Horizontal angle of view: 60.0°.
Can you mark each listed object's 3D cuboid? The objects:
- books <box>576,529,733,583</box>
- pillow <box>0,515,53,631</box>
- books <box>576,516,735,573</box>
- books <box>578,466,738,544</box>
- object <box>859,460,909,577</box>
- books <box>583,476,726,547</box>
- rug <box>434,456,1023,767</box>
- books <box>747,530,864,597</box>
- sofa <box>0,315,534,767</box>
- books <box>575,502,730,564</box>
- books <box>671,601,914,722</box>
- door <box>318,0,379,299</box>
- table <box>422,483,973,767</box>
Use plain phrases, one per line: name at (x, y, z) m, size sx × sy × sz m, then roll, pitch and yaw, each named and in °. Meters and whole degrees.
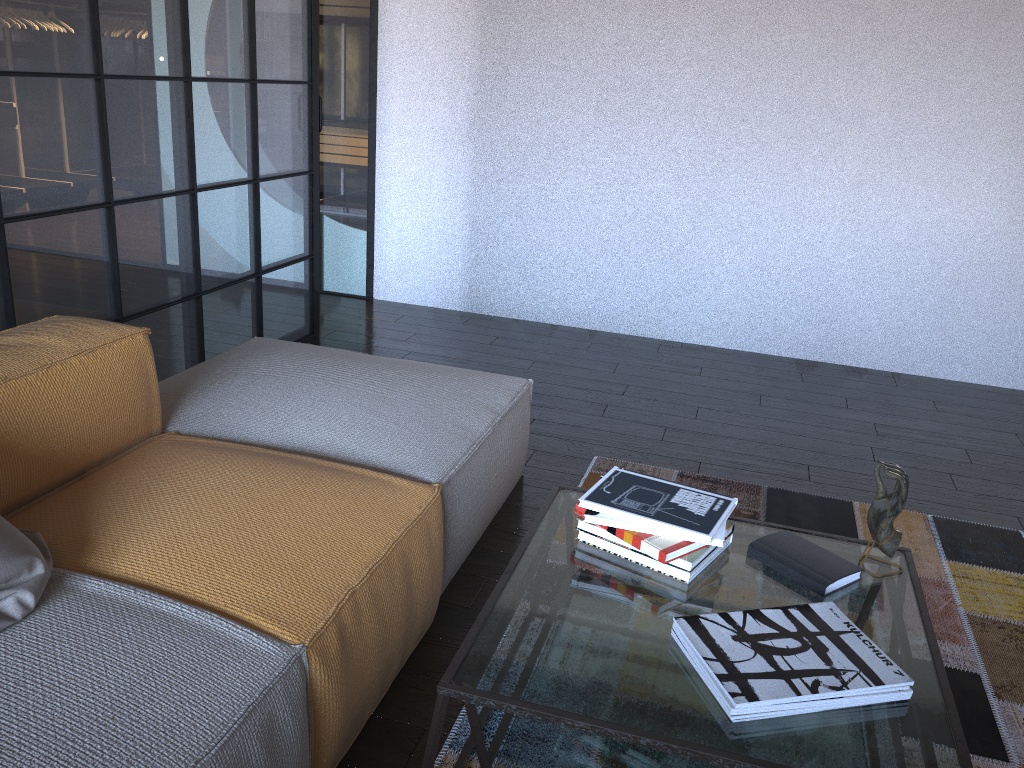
books at (0.289, 0.307, 1.793) m, size 0.247 × 0.024 × 0.209 m, roll 17°, pitch 23°, yaw 32°
pillow at (-0.932, 0.239, 1.400) m, size 0.358 × 0.315 × 0.484 m, roll -8°, pitch 22°, yaw -30°
books at (0.289, 0.285, 1.786) m, size 0.251 × 0.023 × 0.209 m, roll 17°, pitch 23°, yaw 32°
books at (0.293, 0.235, 1.764) m, size 0.267 × 0.014 × 0.196 m, roll 13°, pitch 21°, yaw 24°
object at (0.722, 0.255, 1.727) m, size 0.093 × 0.223 × 0.099 m, roll -9°, pitch 23°, yaw -33°
books at (0.292, 0.249, 1.769) m, size 0.268 × 0.014 × 0.196 m, roll 9°, pitch 20°, yaw 13°
rug at (0.651, 0.714, 1.959) m, size 1.431 × 0.013 × 2.360 m, roll 9°, pitch 20°, yaw 14°
books at (0.573, 0.345, 1.735) m, size 0.129 × 0.029 × 0.181 m, roll -10°, pitch 24°, yaw -36°
sofa at (-0.217, 0.506, 1.398) m, size 2.535 × 0.699 × 3.295 m, roll 9°, pitch 20°, yaw 13°
books at (0.276, 0.270, 1.761) m, size 0.190 × 0.023 × 0.239 m, roll -12°, pitch 24°, yaw -38°
books at (0.443, 0.440, 1.426) m, size 0.309 × 0.038 × 0.225 m, roll -1°, pitch 20°, yaw -14°
door at (-2.646, -1.951, 5.263) m, size 4.184 × 2.598 × 0.138 m, roll 9°, pitch 20°, yaw 14°
table at (0.343, 0.578, 1.643) m, size 0.842 × 0.389 × 0.847 m, roll 9°, pitch 20°, yaw 14°
